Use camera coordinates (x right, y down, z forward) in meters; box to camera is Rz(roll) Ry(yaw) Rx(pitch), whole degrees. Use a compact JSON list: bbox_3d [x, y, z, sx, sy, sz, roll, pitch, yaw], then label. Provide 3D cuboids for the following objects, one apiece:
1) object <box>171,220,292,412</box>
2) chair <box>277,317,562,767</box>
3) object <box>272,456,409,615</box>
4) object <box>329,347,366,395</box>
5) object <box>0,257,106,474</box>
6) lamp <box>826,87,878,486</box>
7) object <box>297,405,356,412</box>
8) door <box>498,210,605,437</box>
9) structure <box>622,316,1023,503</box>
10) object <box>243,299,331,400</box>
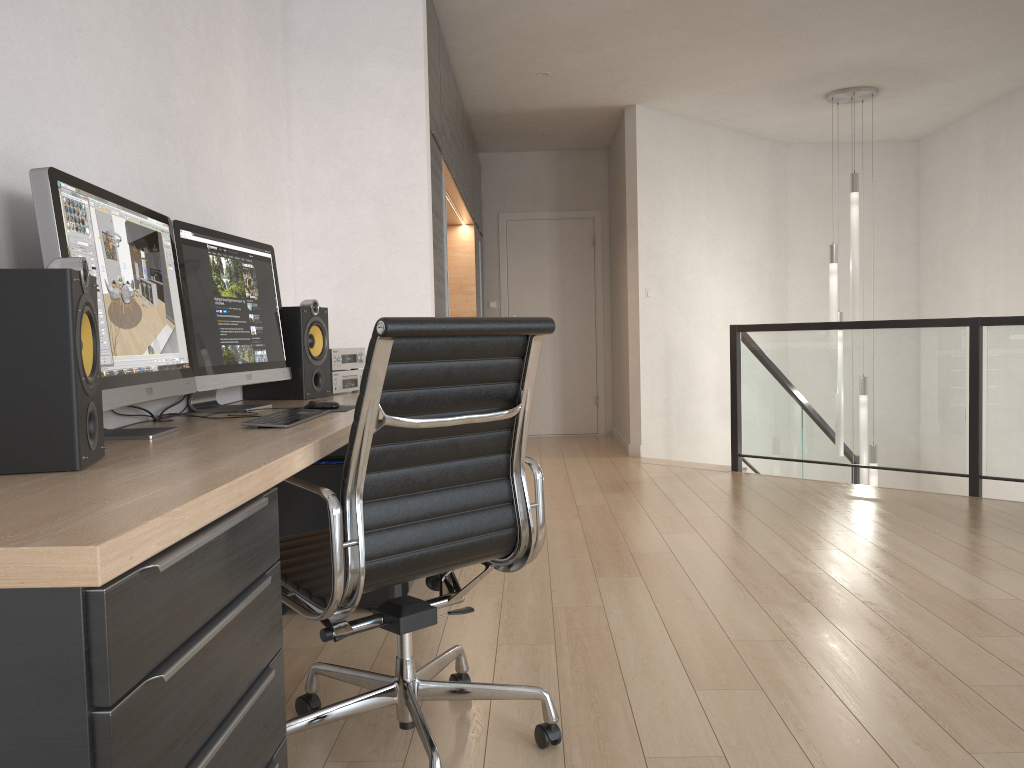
[{"bbox_3d":[-0.866,-0.188,2.710,0.190,0.535,0.716,-1,3,6],"label":"object"},{"bbox_3d":[-0.284,0.353,2.025,0.664,0.991,0.699,-4,4,-38],"label":"chair"},{"bbox_3d":[-0.624,0.535,3.181,0.474,0.527,0.215,-1,3,1],"label":"object"},{"bbox_3d":[-0.746,-0.051,3.474,0.270,0.174,0.285,-1,3,16],"label":"object"},{"bbox_3d":[-0.840,-0.035,1.492,0.249,0.354,0.198,-2,3,-14],"label":"object"},{"bbox_3d":[2.544,-1.297,6.629,0.359,6.725,0.359,1,4,38],"label":"lamp"},{"bbox_3d":[-0.571,0.074,2.651,0.200,0.002,0.250,-1,3,1],"label":"object"},{"bbox_3d":[0.382,-0.564,8.439,0.974,2.136,0.085,-1,3,1],"label":"door"},{"bbox_3d":[3.319,1.716,6.233,2.823,4.339,4.190,-4,4,-44],"label":"structure"},{"bbox_3d":[-0.813,-0.125,3.212,0.249,0.354,0.198,-1,3,16],"label":"object"}]
